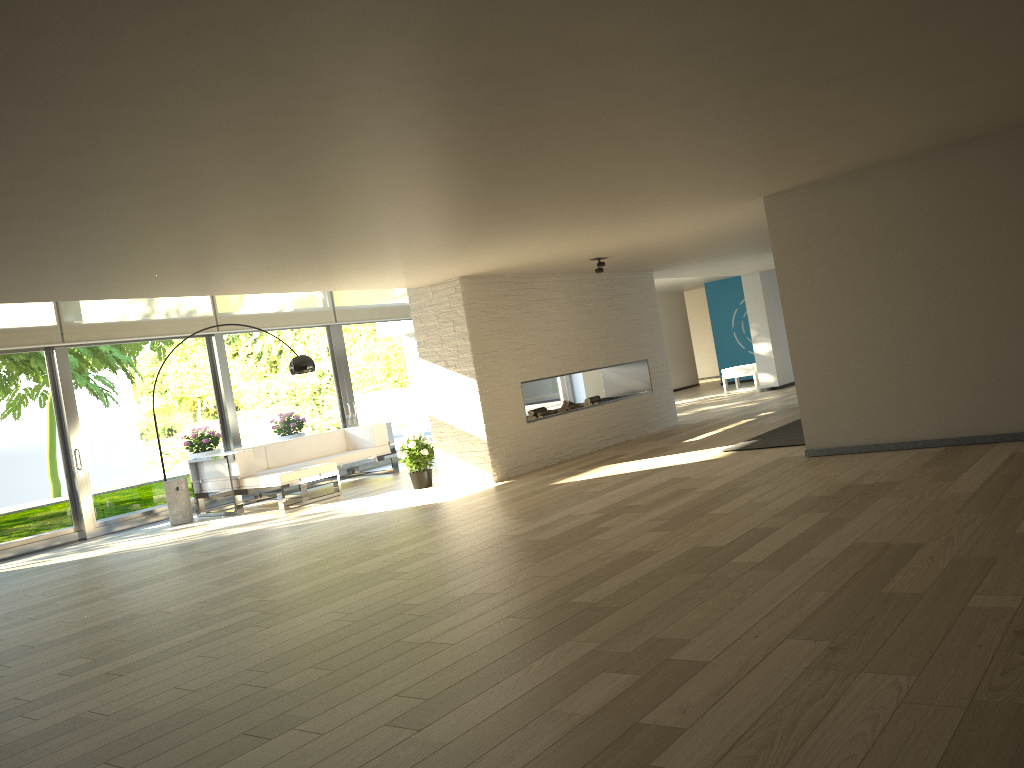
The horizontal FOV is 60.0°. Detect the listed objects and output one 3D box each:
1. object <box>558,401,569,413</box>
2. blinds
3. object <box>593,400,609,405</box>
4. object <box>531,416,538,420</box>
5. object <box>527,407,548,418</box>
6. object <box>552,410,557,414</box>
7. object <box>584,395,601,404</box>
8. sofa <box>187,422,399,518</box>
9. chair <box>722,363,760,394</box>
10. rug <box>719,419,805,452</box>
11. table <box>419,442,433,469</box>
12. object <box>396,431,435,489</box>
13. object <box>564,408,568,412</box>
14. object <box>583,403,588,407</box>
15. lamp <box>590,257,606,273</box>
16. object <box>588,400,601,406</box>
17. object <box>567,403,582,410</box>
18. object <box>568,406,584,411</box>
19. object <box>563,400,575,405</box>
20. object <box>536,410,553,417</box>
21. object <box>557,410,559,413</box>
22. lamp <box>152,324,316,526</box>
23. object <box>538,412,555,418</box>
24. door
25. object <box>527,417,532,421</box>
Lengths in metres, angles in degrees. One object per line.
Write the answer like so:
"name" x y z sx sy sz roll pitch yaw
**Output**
"object" 0.556 0.276 9.871 0.063 0.165 0.226 -10 0 37
"blinds" -2.526 -1.306 12.277 0.056 0.984 11.541 -10 0 38
"object" 1.050 0.233 10.393 0.082 0.073 0.237 -10 1 37
"object" 0.309 0.368 9.563 0.076 0.076 0.236 -10 0 37
"object" 0.277 0.306 9.597 0.093 0.088 0.260 -10 0 37
"object" 0.461 0.338 9.939 0.075 0.074 0.246 -10 0 17
"object" 0.951 0.185 10.463 0.082 0.073 0.237 -10 1 37
"sofa" -2.276 0.936 10.336 1.544 0.654 2.406 -9 1 38
"chair" 4.131 -0.106 15.650 0.610 0.442 0.611 -9 0 38
"rug" 2.778 0.412 8.163 0.978 0.011 2.001 -9 1 38
"table" -0.325 0.769 11.119 1.219 0.305 1.221 -9 1 38
"object" -0.930 0.766 8.931 0.431 0.571 0.404 -10 0 -30
"object" 0.655 0.305 10.011 0.076 0.076 0.236 -10 0 37
"object" 0.933 0.252 10.489 0.075 0.074 0.246 -10 0 37
"lamp" 0.865 -1.164 8.755 0.135 0.153 0.234 -10 0 38
"object" 0.982 0.244 10.434 0.076 0.076 0.236 -10 0 37
"object" 0.702 0.254 10.012 0.064 0.060 0.229 -10 1 39
"object" 0.723 0.293 9.970 0.082 0.073 0.237 -10 1 37
"object" 0.687 0.249 10.123 0.092 0.170 0.272 -10 0 37
"object" 0.355 0.318 9.564 0.064 0.060 0.229 -10 1 39
"object" 0.606 0.312 10.066 0.075 0.074 0.246 -10 0 37
"lamp" -2.919 0.352 9.495 1.754 2.024 0.282 -10 0 -9
"object" 0.376 0.357 9.522 0.082 0.073 0.237 -10 1 37
"door" -0.510 -0.098 13.222 19.419 2.374 22.972 -9 1 38
"object" 0.260 0.376 9.618 0.075 0.074 0.246 -10 0 37
